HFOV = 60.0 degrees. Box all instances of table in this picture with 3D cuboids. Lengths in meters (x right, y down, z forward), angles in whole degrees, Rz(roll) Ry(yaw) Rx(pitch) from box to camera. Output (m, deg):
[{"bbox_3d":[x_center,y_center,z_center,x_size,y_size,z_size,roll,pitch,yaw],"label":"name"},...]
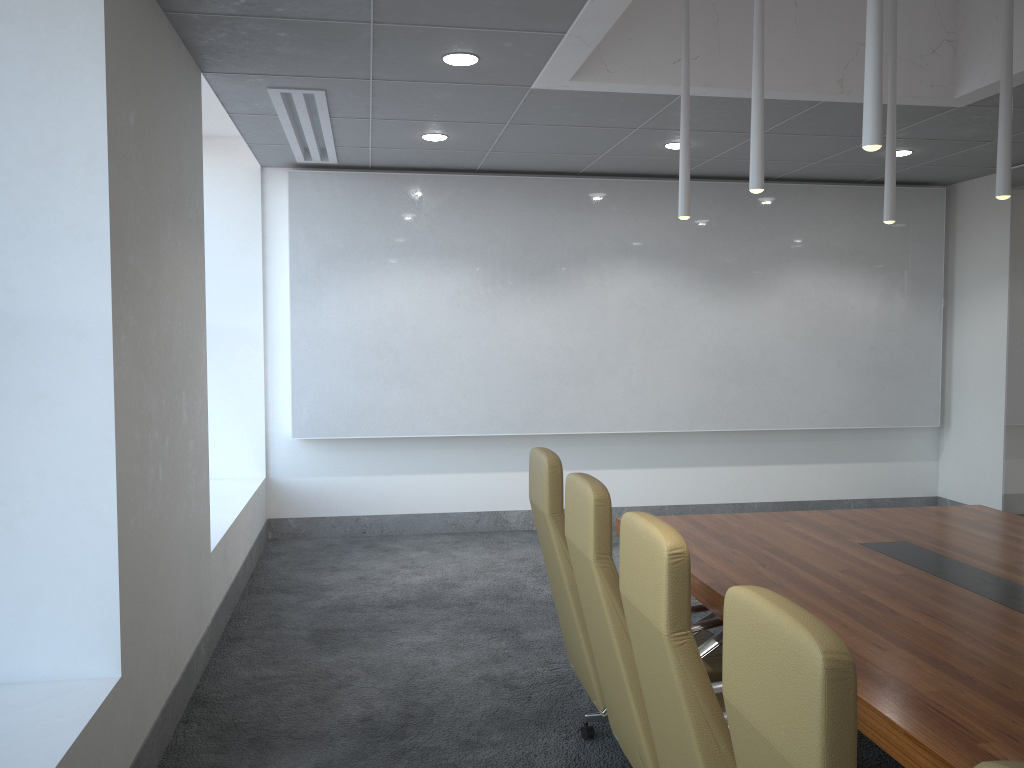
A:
[{"bbox_3d":[2.247,1.371,2.066,2.300,0.895,6.500,-1,3,-9],"label":"table"}]

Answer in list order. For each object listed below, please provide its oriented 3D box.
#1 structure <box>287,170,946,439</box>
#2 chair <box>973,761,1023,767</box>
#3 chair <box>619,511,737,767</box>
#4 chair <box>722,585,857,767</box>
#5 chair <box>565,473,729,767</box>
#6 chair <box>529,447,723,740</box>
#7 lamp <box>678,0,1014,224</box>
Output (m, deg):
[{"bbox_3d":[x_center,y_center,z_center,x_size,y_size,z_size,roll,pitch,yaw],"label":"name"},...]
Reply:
[{"bbox_3d":[2.298,-0.388,1.982,6.600,2.466,13.989,-1,3,-9],"label":"structure"},{"bbox_3d":[1.094,1.172,1.062,0.955,1.406,0.711,-1,3,-9],"label":"chair"},{"bbox_3d":[0.835,1.086,2.658,0.955,1.406,0.711,-1,3,-9],"label":"chair"},{"bbox_3d":[0.965,1.129,1.855,0.955,1.406,0.711,-1,3,-9],"label":"chair"},{"bbox_3d":[0.711,1.044,3.423,0.955,1.406,0.711,-1,3,-9],"label":"chair"},{"bbox_3d":[0.584,1.001,4.208,0.955,1.406,0.711,-1,3,-9],"label":"chair"},{"bbox_3d":[2.242,-1.985,1.882,2.619,2.378,7.258,-1,3,-9],"label":"lamp"}]
